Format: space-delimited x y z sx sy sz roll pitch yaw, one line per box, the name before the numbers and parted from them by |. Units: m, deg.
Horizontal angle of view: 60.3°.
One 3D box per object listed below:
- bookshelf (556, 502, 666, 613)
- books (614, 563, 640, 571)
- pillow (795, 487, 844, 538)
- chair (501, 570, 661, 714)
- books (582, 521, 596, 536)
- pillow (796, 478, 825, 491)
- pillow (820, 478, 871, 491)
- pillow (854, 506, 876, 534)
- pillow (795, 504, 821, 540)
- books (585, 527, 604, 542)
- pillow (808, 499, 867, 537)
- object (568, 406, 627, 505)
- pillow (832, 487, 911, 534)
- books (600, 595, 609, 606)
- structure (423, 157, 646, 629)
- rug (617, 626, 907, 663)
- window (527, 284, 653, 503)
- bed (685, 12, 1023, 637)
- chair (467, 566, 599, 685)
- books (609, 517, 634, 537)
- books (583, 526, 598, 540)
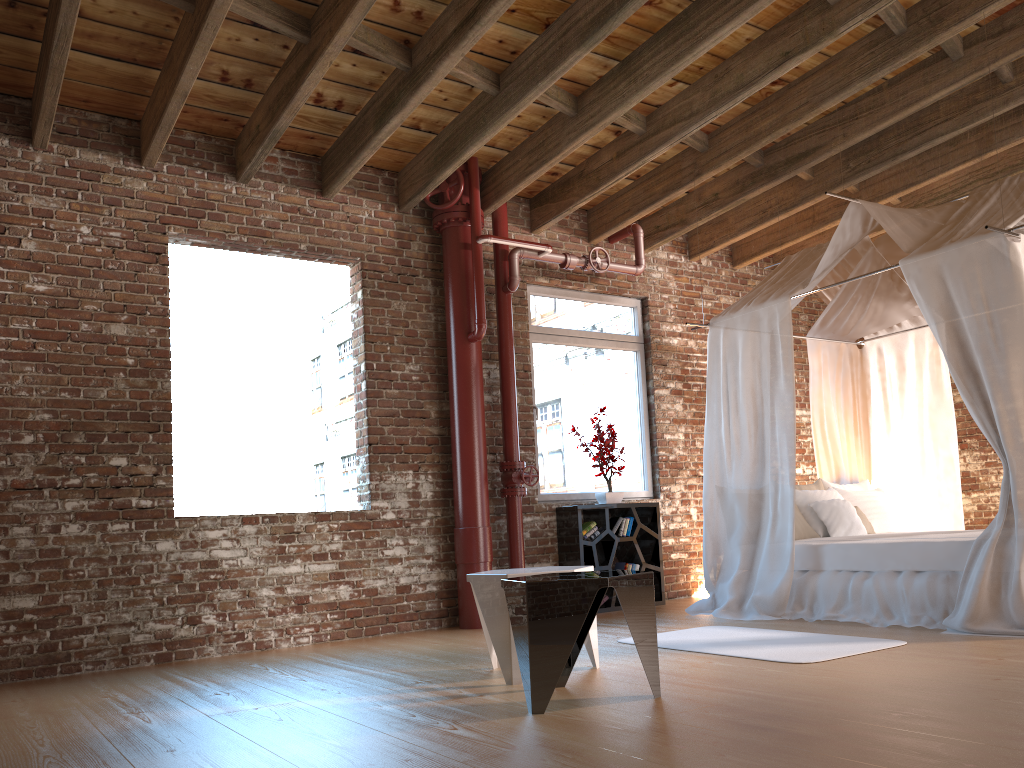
bookshelf | 0.809 1.404 7.177 0.866 0.839 0.291 2 -7 -34
books | 0.926 1.537 7.158 0.205 0.179 0.133 2 -8 -34
pillow | 2.371 0.952 6.662 0.619 0.400 0.347 3 -9 -36
chair | 0.268 1.007 3.509 0.612 0.486 0.544 -5 -7 10
books | 0.570 1.144 6.960 0.156 0.108 0.133 2 -9 -34
pillow | 2.258 0.971 6.827 0.639 0.491 0.207 2 -7 -34
pillow | 2.762 1.004 7.167 0.639 0.495 0.207 2 -7 -34
pillow | 2.583 1.024 6.634 0.292 0.232 0.161 2 -8 -35
pillow | 1.880 0.962 6.324 0.620 0.411 0.356 3 -9 -36
books | 0.633 1.194 6.996 0.159 0.113 0.133 2 -9 -34
pillow | 2.396 0.984 6.470 0.389 0.289 0.214 0 -7 -25
object | 0.720 0.567 7.193 0.421 0.834 0.394 1 -7 -38
pillow | 2.869 1.015 7.004 0.636 0.429 0.291 2 -8 -33
books | 0.639 1.688 6.946 0.252 0.159 0.133 2 -8 -34
structure | 0.289 0.061 6.822 2.022 3.440 0.574 1 -6 -35
rug | 1.301 1.397 4.794 0.870 0.007 1.430 3 -11 -32
window | 0.647 0.096 7.508 1.361 1.836 0.167 1 -6 -34
bed | 2.757 -0.407 6.071 2.526 3.855 2.657 1 -7 -34
chair | 0.103 1.131 4.198 0.528 0.486 0.630 -6 -8 20
books | 0.862 1.162 7.157 0.247 0.164 0.133 2 -8 -34
books | 0.583 1.180 6.964 0.156 0.108 0.133 2 -9 -34
